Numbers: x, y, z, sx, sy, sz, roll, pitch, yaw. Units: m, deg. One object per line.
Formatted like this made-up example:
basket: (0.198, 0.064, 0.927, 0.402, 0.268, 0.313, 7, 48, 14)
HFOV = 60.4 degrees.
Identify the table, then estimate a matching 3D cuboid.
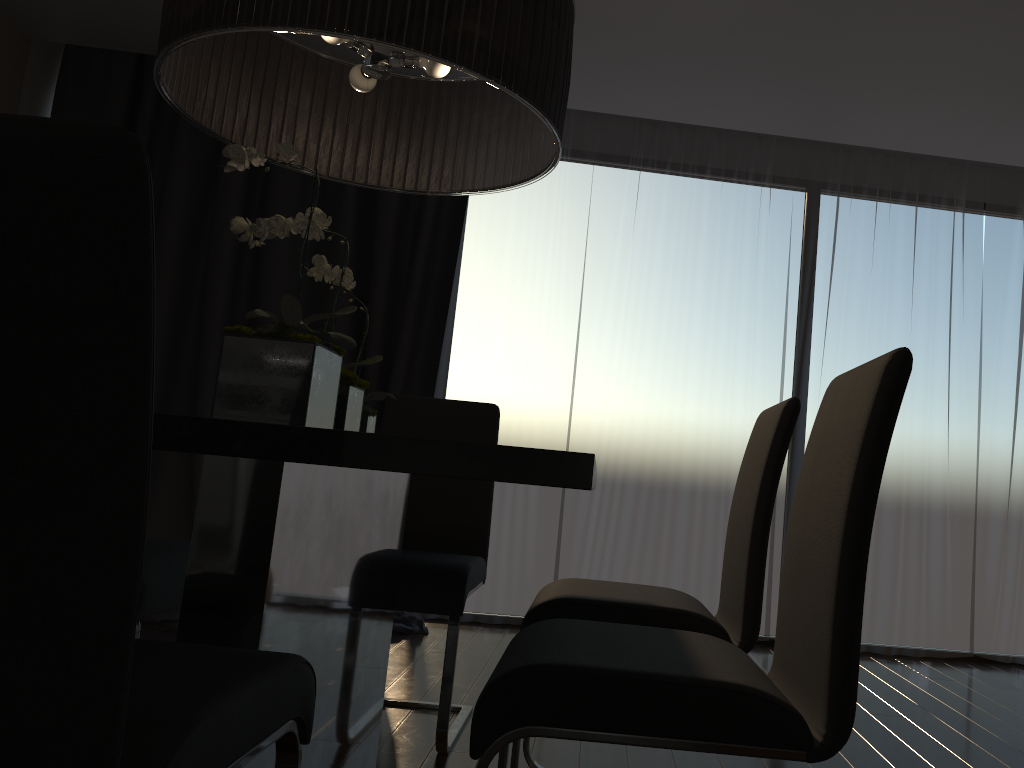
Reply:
table: (-0.389, 0.496, 1.702, 1.037, 0.762, 1.605, 5, -6, 4)

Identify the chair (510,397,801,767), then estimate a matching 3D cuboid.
chair: (0.326, 0.498, 2.055, 0.571, 0.967, 0.428, 6, -7, 2)

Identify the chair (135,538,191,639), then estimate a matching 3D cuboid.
chair: (-1.028, 0.371, 2.056, 0.571, 0.967, 0.428, 6, -7, 2)

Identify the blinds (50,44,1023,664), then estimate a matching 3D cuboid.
blinds: (1.456, -0.103, 4.467, 7.588, 2.901, 0.736, 6, -7, -7)

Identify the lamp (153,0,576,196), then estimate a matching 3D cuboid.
lamp: (-0.237, -1.070, 1.889, 0.771, 1.105, 0.835, 2, -8, 27)

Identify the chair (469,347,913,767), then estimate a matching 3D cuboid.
chair: (0.258, 0.416, 1.361, 0.571, 0.967, 0.428, 6, -7, 2)

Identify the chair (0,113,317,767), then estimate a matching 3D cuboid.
chair: (-0.487, 0.295, 0.881, 0.426, 0.967, 0.573, 6, -7, 4)

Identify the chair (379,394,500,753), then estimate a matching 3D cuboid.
chair: (-0.298, 0.494, 2.568, 0.426, 0.967, 0.573, 6, -7, 4)

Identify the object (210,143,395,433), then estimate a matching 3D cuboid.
object: (-0.399, -0.146, 1.687, 0.311, 0.502, 0.572, 6, -7, 1)
